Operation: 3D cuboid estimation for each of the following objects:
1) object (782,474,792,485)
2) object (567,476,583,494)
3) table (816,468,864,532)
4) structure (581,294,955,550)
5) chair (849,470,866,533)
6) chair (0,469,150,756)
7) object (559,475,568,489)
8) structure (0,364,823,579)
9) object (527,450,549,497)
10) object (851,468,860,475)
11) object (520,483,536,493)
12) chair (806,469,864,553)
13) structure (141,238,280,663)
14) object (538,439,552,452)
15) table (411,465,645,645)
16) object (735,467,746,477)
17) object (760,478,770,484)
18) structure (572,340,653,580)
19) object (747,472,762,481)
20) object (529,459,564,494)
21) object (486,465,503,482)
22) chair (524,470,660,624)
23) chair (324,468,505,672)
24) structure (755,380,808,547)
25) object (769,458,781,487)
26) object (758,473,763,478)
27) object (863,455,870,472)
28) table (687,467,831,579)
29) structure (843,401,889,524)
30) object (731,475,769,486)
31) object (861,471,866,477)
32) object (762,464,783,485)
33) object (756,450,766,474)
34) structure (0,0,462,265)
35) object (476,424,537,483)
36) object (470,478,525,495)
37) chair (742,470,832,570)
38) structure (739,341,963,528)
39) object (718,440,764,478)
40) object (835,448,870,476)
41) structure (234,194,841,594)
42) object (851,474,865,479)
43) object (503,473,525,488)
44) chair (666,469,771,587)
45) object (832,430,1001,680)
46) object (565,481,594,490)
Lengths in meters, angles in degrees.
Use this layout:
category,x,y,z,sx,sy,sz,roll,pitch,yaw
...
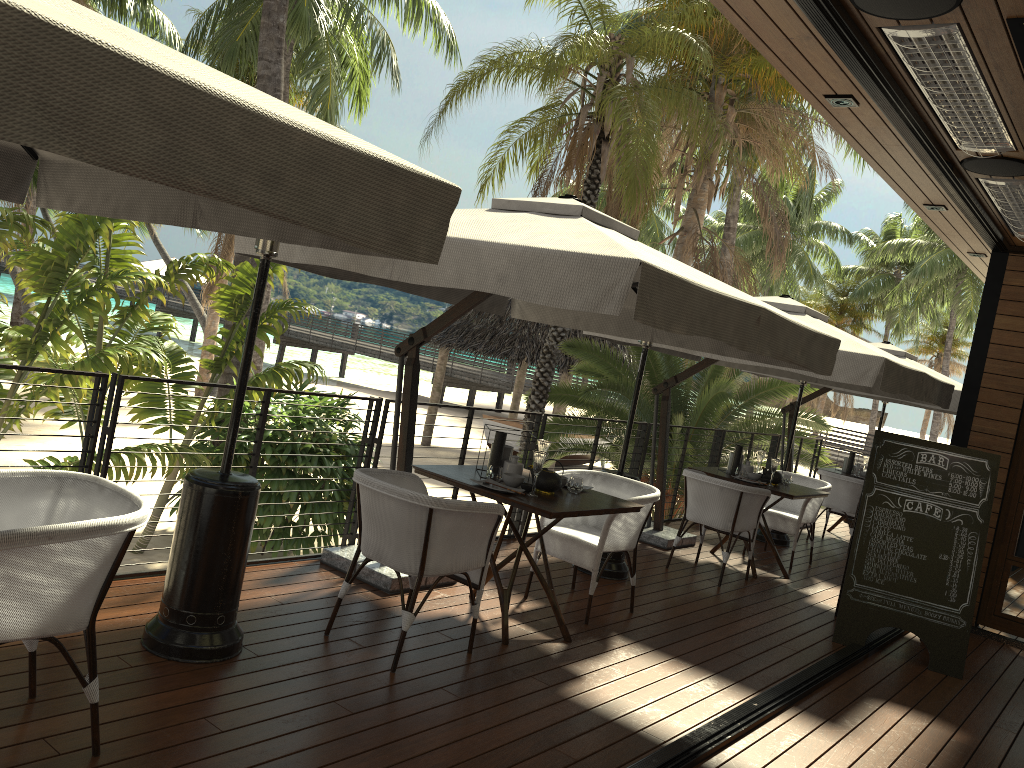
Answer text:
category,x,y,z,sx,sy,sz,roll,pitch,yaw
object,2.347,0.818,7.578,0.087,0.086,0.086,13,3,41
object,0.349,0.555,4.870,0.087,0.086,0.086,13,3,41
table,4.031,1.446,10.248,0.933,0.749,0.930,13,3,37
structure,2.088,0.392,7.512,2.418,2.331,2.410,13,3,37
chair,4.542,1.497,10.887,0.629,0.788,0.616,13,3,38
chair,-1.517,0.700,2.675,0.629,0.788,0.616,13,3,38
object,0.250,0.544,4.923,0.116,0.065,0.116,13,3,35
structure,-3.495,0.317,2.002,0.164,1.152,26.232,13,3,37
object,0.124,0.454,4.498,0.082,0.227,0.082,12,2,26
object,3.922,1.005,10.124,0.087,0.086,0.086,13,3,41
object,0.079,0.539,4.577,0.080,0.042,0.080,11,3,-2
chair,3.576,1.368,9.619,0.629,0.788,0.616,13,3,38
structure,-1.120,0.010,3.672,0.700,2.191,0.698,12,2,24
object,0.164,0.434,5.054,0.082,0.227,0.082,13,2,37
table,0.027,0.919,4.822,0.933,0.749,0.930,13,3,37
object,1.906,0.739,7.391,0.087,0.086,0.086,13,3,41
object,2.077,0.802,7.285,0.080,0.042,0.080,13,3,28
structure,0.849,0.269,6.340,0.700,2.191,0.698,12,2,24
object,2.002,0.772,7.342,0.116,0.065,0.116,14,3,41
object,0.192,0.484,4.718,0.163,0.179,0.167,13,3,38
object,-0.092,0.476,4.683,0.087,0.086,0.086,13,3,41
chair,0.503,0.966,5.412,0.629,0.788,0.616,13,3,38
chair,-0.470,0.836,4.135,0.629,0.788,0.616,13,3,38
structure,2.858,0.533,9.063,0.700,2.191,0.698,12,2,24
object,2.122,0.717,7.206,0.082,0.227,0.082,13,2,37
object,2.167,0.799,7.690,0.080,0.042,0.080,13,3,28
object,4.178,0.963,10.494,0.082,0.227,0.082,13,2,37
table,2.029,1.183,7.535,0.933,0.749,0.930,13,3,37
structure,4.812,0.791,11.712,0.700,2.191,0.698,12,2,24
object,1.943,0.789,7.189,0.295,0.025,0.170,13,4,37
object,4.018,1.037,10.075,0.116,0.065,0.116,14,3,41
object,2.189,0.747,7.429,0.168,0.179,0.163,13,3,35
object,2.161,0.697,7.761,0.082,0.227,0.082,13,2,37
structure,-1.905,-0.133,2.101,2.418,2.331,2.410,13,3,37
object,-0.034,0.387,4.898,0.263,0.264,0.264,11,2,-8
object,-0.055,0.526,4.481,0.295,0.025,0.170,13,4,37
chair,2.531,1.233,8.161,0.629,0.788,0.616,13,3,38
structure,4.084,0.655,10.218,2.418,2.331,2.410,13,3,37
object,1.964,0.650,7.606,0.263,0.264,0.264,11,2,-8
object,3.980,0.916,10.339,0.263,0.264,0.264,11,2,-8
structure,0.092,0.130,4.807,2.418,2.331,2.410,13,3,37
object,3.959,1.054,9.922,0.295,0.025,0.170,13,4,37
object,0.004,0.509,4.634,0.116,0.065,0.116,13,3,35
chair,1.593,1.107,6.931,0.629,0.788,0.616,13,3,38
object,2.689,1.068,5.920,0.769,1.396,0.771,12,2,21
object,0.302,0.567,5.078,0.295,0.025,0.170,13,4,37
